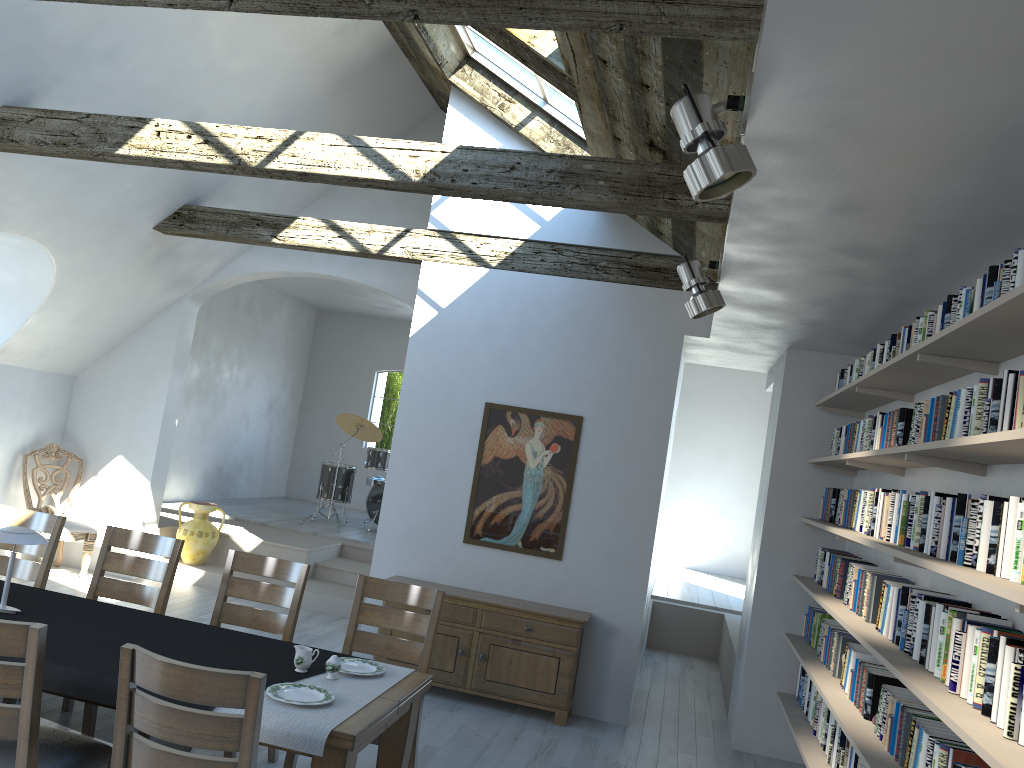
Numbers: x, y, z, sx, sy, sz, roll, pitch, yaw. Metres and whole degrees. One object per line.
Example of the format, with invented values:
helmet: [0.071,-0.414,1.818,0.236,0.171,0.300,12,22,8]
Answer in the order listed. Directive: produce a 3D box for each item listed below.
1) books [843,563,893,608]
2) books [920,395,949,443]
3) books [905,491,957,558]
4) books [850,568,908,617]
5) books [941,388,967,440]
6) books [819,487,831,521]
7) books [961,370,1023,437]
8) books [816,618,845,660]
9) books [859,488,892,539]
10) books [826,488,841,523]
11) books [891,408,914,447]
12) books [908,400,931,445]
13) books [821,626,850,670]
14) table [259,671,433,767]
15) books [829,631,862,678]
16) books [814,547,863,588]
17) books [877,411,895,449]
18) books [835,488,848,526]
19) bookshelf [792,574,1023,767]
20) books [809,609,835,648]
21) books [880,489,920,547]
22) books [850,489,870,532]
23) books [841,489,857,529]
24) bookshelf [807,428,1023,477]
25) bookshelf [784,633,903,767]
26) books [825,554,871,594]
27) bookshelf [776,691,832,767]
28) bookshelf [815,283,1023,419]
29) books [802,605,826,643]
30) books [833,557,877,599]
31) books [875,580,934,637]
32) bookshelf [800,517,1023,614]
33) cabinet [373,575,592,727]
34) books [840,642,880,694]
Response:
books: [1.876,1.078,4.677,0.189,0.228,0.249,8,-4,12]
books: [1.761,0.174,3.507,0.209,0.220,0.278,8,-4,10]
books: [1.695,0.548,3.423,0.242,0.237,0.494,8,-4,12]
books: [1.832,1.055,4.438,0.209,0.220,0.278,8,-4,10]
books: [1.708,0.145,3.244,0.189,0.228,0.249,8,-4,12]
books: [2.164,0.807,5.848,0.209,0.220,0.278,8,-4,10]
books: [1.548,0.051,2.387,0.242,0.237,1.489,8,-4,12]
books: [1.937,1.535,5.273,0.189,0.228,0.249,8,-4,12]
books: [1.881,0.649,4.398,0.214,0.237,0.490,8,-4,12]
books: [2.102,0.776,5.544,0.189,0.224,0.345,8,-4,12]
books: [1.860,0.229,4.022,0.189,0.224,0.345,8,-4,12]
books: [1.806,0.197,3.747,0.189,0.228,0.249,8,-4,12]
books: [1.892,1.511,5.033,0.209,0.220,0.278,8,-4,10]
table: [-1.986,1.381,3.728,3.078,0.737,0.939,8,-4,12]
books: [1.831,1.481,4.735,0.189,0.229,0.343,8,-4,12]
books: [2.069,1.181,5.647,0.214,0.220,0.490,8,-4,12]
books: [1.921,0.260,4.326,0.209,0.220,0.278,8,-4,10]
books: [2.049,0.745,5.269,0.189,0.228,0.249,8,-4,12]
bookshelf: [1.313,0.955,2.199,0.315,0.070,7.825,8,-4,12]
books: [1.992,1.564,5.553,0.189,0.224,0.345,8,-4,12]
books: [1.790,0.599,3.908,0.242,0.237,0.494,8,-4,12]
books: [1.950,0.692,4.766,0.189,0.228,0.249,8,-4,12]
books: [2.004,0.721,5.029,0.209,0.220,0.278,8,-4,10]
bookshelf: [1.437,0.176,2.257,0.315,0.070,7.825,8,-4,12]
bookshelf: [1.252,1.344,2.171,0.315,0.070,7.825,8,-4,12]
books: [1.992,1.140,5.256,0.209,0.220,0.278,8,-4,10]
bookshelf: [1.190,1.734,2.142,0.315,0.070,7.825,8,-4,12]
bookshelf: [1.498,-0.214,2.286,0.315,0.070,7.825,8,-4,12]
books: [2.052,1.597,5.851,0.209,0.220,0.278,8,-4,10]
books: [1.930,1.109,4.953,0.189,0.224,0.345,8,-4,12]
books: [1.716,0.992,3.858,0.189,0.228,0.249,8,-4,12]
bookshelf: [1.375,0.565,2.228,0.315,0.070,7.825,8,-4,12]
cabinet: [-0.236,1.854,6.235,1.481,0.714,0.383,8,-4,12]
books: [1.777,1.443,4.454,0.189,0.228,0.249,8,-4,12]
